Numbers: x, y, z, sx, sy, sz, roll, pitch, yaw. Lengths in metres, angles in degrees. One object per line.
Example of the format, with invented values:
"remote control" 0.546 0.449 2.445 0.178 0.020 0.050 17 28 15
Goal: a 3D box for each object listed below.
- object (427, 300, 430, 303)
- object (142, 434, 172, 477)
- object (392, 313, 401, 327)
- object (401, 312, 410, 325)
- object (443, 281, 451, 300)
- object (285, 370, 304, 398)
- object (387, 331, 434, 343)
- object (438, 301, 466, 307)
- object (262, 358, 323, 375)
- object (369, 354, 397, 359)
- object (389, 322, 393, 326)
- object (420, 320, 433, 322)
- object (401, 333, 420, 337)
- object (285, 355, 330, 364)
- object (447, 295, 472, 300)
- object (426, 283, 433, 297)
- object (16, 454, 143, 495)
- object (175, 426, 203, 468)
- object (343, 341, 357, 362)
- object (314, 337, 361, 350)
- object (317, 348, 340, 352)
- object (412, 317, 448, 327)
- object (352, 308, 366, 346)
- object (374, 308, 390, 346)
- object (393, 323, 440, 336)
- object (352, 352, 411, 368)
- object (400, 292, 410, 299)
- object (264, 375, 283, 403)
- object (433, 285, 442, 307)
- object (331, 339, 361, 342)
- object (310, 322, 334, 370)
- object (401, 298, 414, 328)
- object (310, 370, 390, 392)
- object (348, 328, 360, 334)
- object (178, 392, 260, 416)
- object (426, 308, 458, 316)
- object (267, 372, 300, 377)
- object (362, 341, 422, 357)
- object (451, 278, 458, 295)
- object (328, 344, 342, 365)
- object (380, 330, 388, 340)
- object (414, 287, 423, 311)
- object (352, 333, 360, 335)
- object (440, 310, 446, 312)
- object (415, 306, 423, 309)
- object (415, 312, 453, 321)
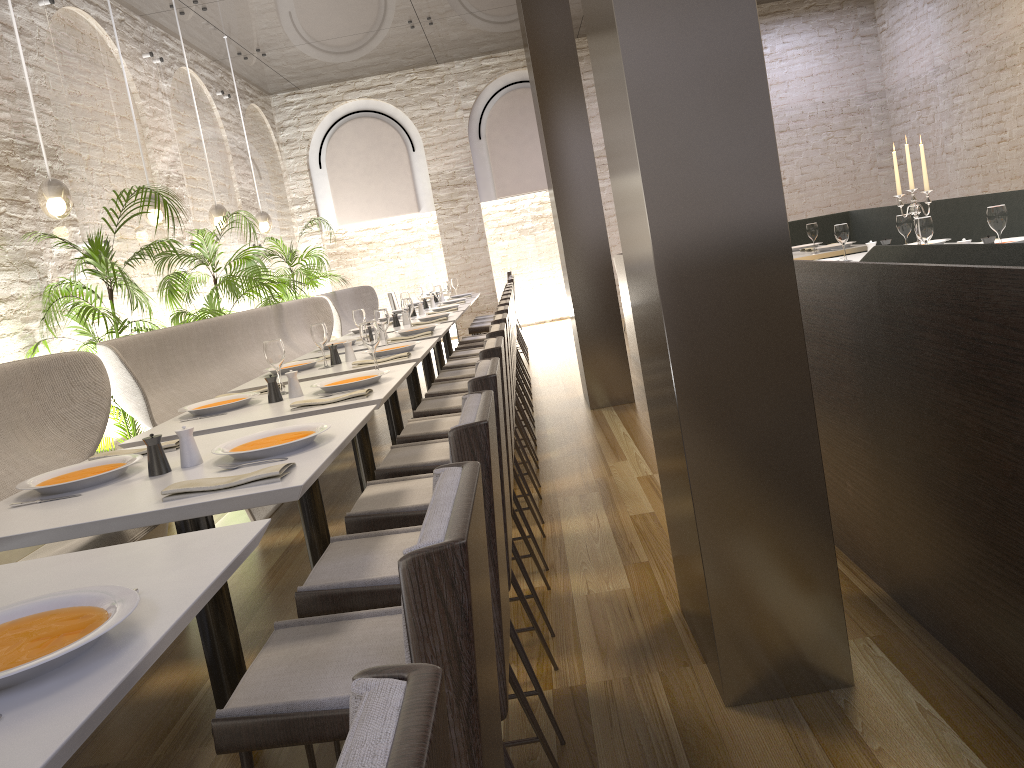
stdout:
"object" -1.100 -0.982 10.720 0.273 0.033 0.143 -10 8 2
"object" -0.948 0.185 2.357 0.059 0.109 0.059 -11 7 -7
"object" -0.913 -0.504 6.960 0.059 0.109 0.059 -11 7 -7
"object" -0.844 -0.523 7.004 0.059 0.109 0.059 -11 7 -7
"object" -0.685 -0.982 9.493 0.086 0.230 0.086 -6 7 31
"object" -0.870 -0.003 3.527 0.059 0.109 0.060 -9 7 10
"object" -0.629 -0.291 5.501 0.273 0.033 0.143 -10 8 2
"object" -0.604 -0.797 8.874 0.273 0.033 0.143 -10 8 2
"object" -1.164 -0.087 4.719 0.322 0.036 0.322 -13 9 -16
"object" -0.639 -0.143 4.521 0.181 0.015 0.038 -10 8 3
"object" -1.125 -0.481 7.378 0.273 0.033 0.143 -10 8 2
"object" -0.622 -0.491 6.841 0.181 0.015 0.038 -10 8 3
"object" -0.631 -0.316 5.676 0.181 0.015 0.038 -10 8 3
"object" -1.142 -0.134 5.059 0.273 0.033 0.143 -10 8 2
"object" -0.595 -0.966 10.008 0.273 0.033 0.143 -10 8 2
"object" -0.931 -1.039 10.170 0.086 0.230 0.086 -6 7 31
"object" -1.181 0.255 2.435 0.322 0.036 0.322 -13 9 -20
"object" -0.878 0.166 2.401 0.059 0.109 0.059 -11 7 -7
"object" -0.861 -0.176 4.684 0.059 0.109 0.059 -11 7 -7
"object" -1.155 -0.259 5.873 0.322 0.036 0.322 -13 9 -20
"object" -1.159 -0.221 5.692 0.185 0.010 0.017 -10 8 2
"object" -0.620 -0.466 6.665 0.273 0.033 0.143 -10 8 2
"object" -0.964 -0.364 5.665 0.086 0.230 0.086 -4 9 43
"object" -0.718 -0.306 4.980 0.086 0.230 0.086 -9 6 8
"object" -0.626 -0.352 5.857 0.322 0.036 0.322 -13 9 -20
"object" -0.637 -0.118 4.346 0.273 0.033 0.143 -10 8 2
"object" -0.947 -0.707 7.958 0.086 0.230 0.086 -6 7 31
"object" -0.939 0.016 3.484 0.059 0.109 0.060 -9 7 10
"object" -0.693 -0.819 8.402 0.086 0.230 0.086 -6 7 31
"object" -1.134 -0.307 6.214 0.273 0.033 0.143 -10 8 2
"object" -0.972 -0.195 4.535 0.087 0.230 0.086 -16 8 -40
"object" -0.710 -0.475 6.109 0.086 0.230 0.086 -4 9 43
"object" -0.643 -0.006 3.546 0.321 0.036 0.323 -4 10 36
"object" -1.146 -0.434 7.038 0.322 0.036 0.322 -13 9 -20
"object" -1.172 0.087 3.562 0.321 0.036 0.323 -4 10 36
"object" -0.612 -0.632 7.777 0.273 0.033 0.143 -10 8 2
"object" -1.168 -0.048 4.537 0.185 0.010 0.017 -10 8 2
"object" -0.635 -0.179 4.703 0.322 0.036 0.322 -13 9 -16
"object" -0.676 -1.150 10.614 0.086 0.230 0.086 -6 7 31
"object" -0.931 -0.157 4.641 0.059 0.109 0.059 -11 7 -7
"object" -0.853 -0.349 5.839 0.059 0.109 0.059 -11 7 -7
"object" -0.939 -0.871 9.049 0.086 0.230 0.086 -6 7 31
"object" -1.150 -0.396 6.856 0.185 0.010 0.017 -10 8 2
"object" -0.614 -0.657 7.952 0.181 0.015 0.038 -10 8 3
"object" -1.109 -0.812 9.587 0.273 0.033 0.143 -10 8 2
"object" -0.617 -0.526 7.022 0.322 0.036 0.322 -13 9 -20
